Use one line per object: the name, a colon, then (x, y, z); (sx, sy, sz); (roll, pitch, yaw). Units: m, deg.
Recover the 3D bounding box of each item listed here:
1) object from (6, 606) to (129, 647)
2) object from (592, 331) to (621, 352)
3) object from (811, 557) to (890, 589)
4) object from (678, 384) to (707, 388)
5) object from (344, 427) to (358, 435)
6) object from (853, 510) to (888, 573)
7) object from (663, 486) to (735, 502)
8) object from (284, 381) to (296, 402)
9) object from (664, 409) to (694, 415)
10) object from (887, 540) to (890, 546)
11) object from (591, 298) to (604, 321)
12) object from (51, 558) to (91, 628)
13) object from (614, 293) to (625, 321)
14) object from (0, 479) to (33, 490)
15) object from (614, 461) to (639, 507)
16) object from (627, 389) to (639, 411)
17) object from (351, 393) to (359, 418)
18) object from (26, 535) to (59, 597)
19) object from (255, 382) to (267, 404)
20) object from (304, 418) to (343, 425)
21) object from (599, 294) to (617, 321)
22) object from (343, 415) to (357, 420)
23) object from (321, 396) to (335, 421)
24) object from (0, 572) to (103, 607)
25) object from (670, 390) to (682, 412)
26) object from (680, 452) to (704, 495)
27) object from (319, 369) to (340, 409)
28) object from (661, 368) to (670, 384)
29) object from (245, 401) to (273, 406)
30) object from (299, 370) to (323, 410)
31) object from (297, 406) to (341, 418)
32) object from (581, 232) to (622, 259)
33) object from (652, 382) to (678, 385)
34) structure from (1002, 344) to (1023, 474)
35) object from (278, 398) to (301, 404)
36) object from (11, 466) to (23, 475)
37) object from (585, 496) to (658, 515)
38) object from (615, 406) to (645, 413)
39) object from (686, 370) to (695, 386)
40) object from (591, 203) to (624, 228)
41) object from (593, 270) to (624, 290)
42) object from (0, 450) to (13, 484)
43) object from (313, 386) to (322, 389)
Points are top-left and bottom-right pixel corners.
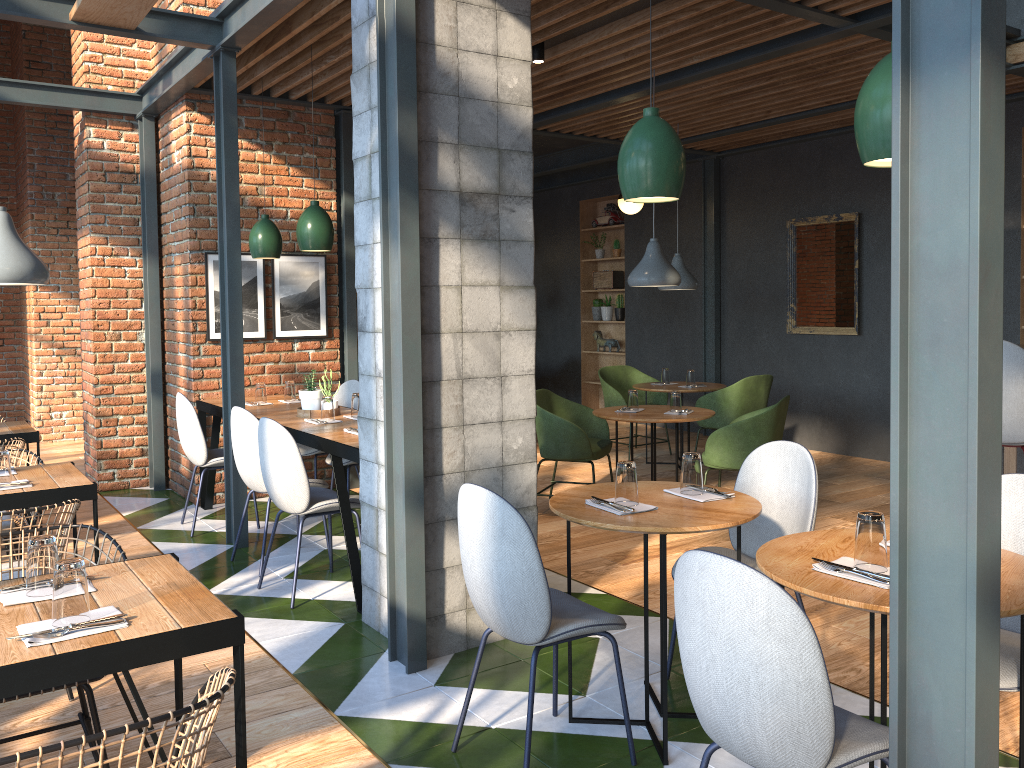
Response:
object: (-0.988, 0.534, 1.968); (0.243, 0.019, 0.158); (-4, 6, -35)
object: (1.168, -0.529, 10.942); (0.151, 0.257, 0.522); (-3, 5, -35)
object: (0.854, 0.451, 2.168); (0.157, 0.019, 0.243); (-5, 6, -37)
object: (1.543, 0.015, 7.601); (0.243, 0.019, 0.158); (-4, 6, -35)
object: (-0.765, 0.238, 4.573); (0.157, 0.019, 0.243); (-4, 6, -34)
object: (0.879, 0.384, 2.169); (0.080, 0.138, 0.080); (-2, 3, -24)
object: (0.652, 0.374, 3.054); (0.157, 0.019, 0.243); (-4, 6, -29)
object: (-1.524, 0.047, 6.072); (0.080, 0.138, 0.080); (1, 4, 29)
object: (1.094, 0.181, 5.814); (0.157, 0.019, 0.243); (2, 6, 25)
object: (1.130, 0.430, 2.356); (0.157, 0.019, 0.243); (-5, 6, -37)
object: (1.079, -0.941, 11.091); (0.190, 0.294, 0.173); (1, 4, 30)
object: (-0.993, 0.466, 1.991); (0.080, 0.138, 0.080); (-1, 3, -13)
object: (1.305, -0.936, 10.696); (0.143, 0.349, 0.144); (-2, 3, -17)
object: (-2.059, 0.406, 3.552); (0.243, 0.019, 0.158); (-4, 6, -35)
object: (0.376, 0.325, 2.906); (0.080, 0.138, 0.080); (1, 4, 34)
object: (0.810, 0.107, 5.940); (0.080, 0.138, 0.080); (2, 4, 38)
object: (-0.897, 0.122, 5.146); (0.080, 0.138, 0.080); (0, 3, 19)
object: (-1.166, 0.449, 2.202); (0.080, 0.138, 0.080); (1, 4, 30)
object: (-1.691, 0.060, 5.960); (0.080, 0.138, 0.080); (-1, 3, -13)
object: (-1.071, 0.203, 5.004); (0.157, 0.019, 0.243); (-4, 6, -34)
object: (1.169, -0.941, 10.893); (0.213, 0.329, 0.233); (-3, 4, -29)
object: (-0.865, 0.188, 5.145); (0.157, 0.019, 0.243); (-4, 6, -34)
object: (-1.040, 0.137, 4.997); (0.080, 0.138, 0.080); (-1, 3, -11)
object: (-1.160, 0.512, 2.236); (0.243, 0.019, 0.158); (-4, 6, -32)
object: (1.077, 0.113, 5.832); (0.080, 0.138, 0.080); (2, 4, 38)
object: (0.620, 0.308, 3.058); (0.080, 0.138, 0.080); (1, 3, 24)
object: (-1.092, 0.048, 5.262); (0.116, 0.281, 0.128); (-3, 4, -38)
object: (1.361, -0.072, 7.851); (0.080, 0.138, 0.080); (0, 3, 18)
object: (-1.721, 0.126, 5.967); (0.157, 0.019, 0.243); (-4, 6, -35)
object: (-1.206, 0.047, 5.317); (0.146, 0.276, 0.146); (1, 4, 36)
object: (-1.155, 0.164, 5.300); (0.253, 0.046, 0.252); (2, 6, 29)
object: (1.119, -1.710, 10.905); (0.537, 0.328, 0.174); (2, 4, 35)
object: (1.365, -0.008, 7.885); (0.243, 0.019, 0.158); (-4, 6, -35)
structure: (4.546, 0.365, 3.231); (2.920, 1.393, 4.928); (-4, 6, -34)
object: (-1.492, 0.113, 6.070); (0.157, 0.019, 0.243); (-4, 6, -34)
object: (-2.260, 0.382, 3.848); (0.243, 0.019, 0.158); (-4, 6, -32)
object: (0.350, 0.391, 2.908); (0.157, 0.019, 0.243); (-4, 6, -29)
object: (0.799, 0.171, 5.972); (0.157, 0.019, 0.243); (2, 6, 25)
object: (1.538, -0.054, 7.625); (0.080, 0.138, 0.080); (0, 3, 18)
object: (1.186, -2.063, 10.846); (0.204, 0.284, 0.517); (-3, 5, -34)
object: (1.186, -1.284, 10.928); (0.199, 0.241, 0.341); (-4, 5, -39)
object: (-2.064, 0.338, 3.575); (0.080, 0.138, 0.080); (-3, 4, -32)
object: (-1.231, 0.085, 5.606); (0.080, 0.138, 0.080); (1, 4, 29)
